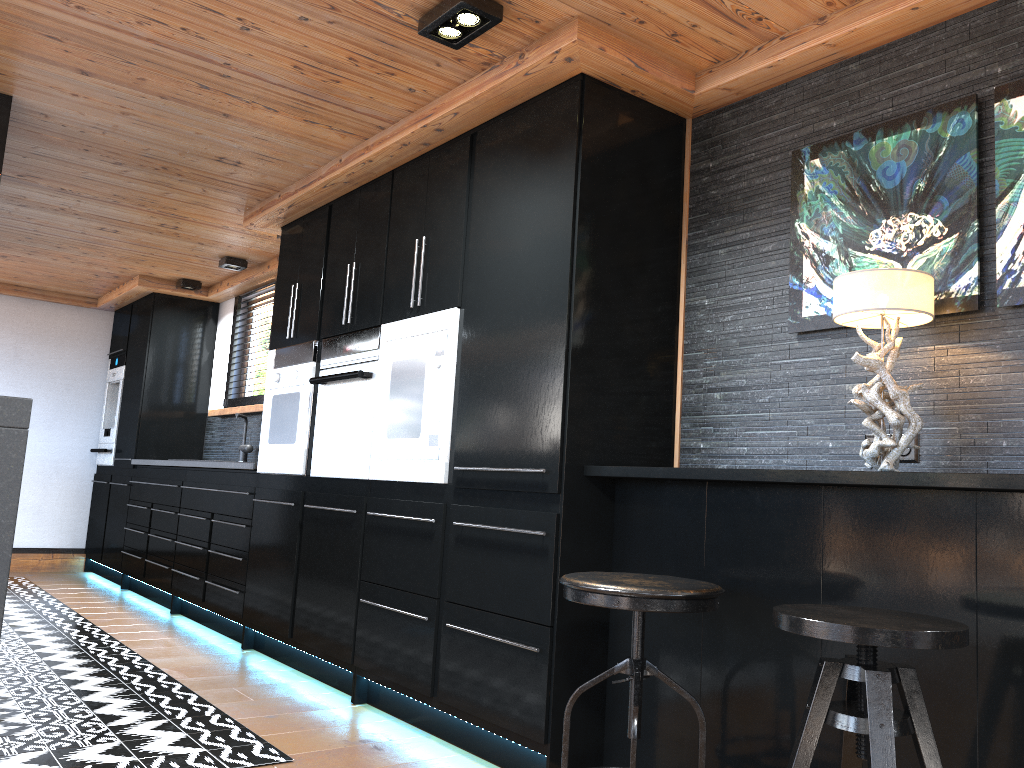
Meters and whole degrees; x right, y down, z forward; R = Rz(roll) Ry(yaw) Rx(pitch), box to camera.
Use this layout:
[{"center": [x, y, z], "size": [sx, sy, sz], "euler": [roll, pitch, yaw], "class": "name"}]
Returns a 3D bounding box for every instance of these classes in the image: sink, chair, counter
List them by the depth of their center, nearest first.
[{"center": [0.684, 0.819, 1.713], "size": [0.397, 0.722, 0.388], "euler": [9, -9, -37], "class": "chair"}, {"center": [0.321, 0.872, 2.310], "size": [0.445, 0.718, 0.436], "euler": [8, -9, -33], "class": "chair"}, {"center": [-1.901, 0.396, 5.915], "size": [0.467, 0.421, 0.950], "euler": [9, -9, -36], "class": "sink"}, {"center": [-1.949, 0.552, 5.966], "size": [0.537, 0.040, 2.535], "euler": [9, -9, -36], "class": "counter"}]

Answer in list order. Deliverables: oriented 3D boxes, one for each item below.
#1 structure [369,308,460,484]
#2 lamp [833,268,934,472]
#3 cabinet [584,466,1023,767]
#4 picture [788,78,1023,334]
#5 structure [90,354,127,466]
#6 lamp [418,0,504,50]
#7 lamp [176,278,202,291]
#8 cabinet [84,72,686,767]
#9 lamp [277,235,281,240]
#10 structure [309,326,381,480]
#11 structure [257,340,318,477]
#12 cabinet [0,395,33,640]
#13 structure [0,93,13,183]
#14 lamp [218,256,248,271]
[{"center": [-0.412, 0.057, 3.586], "size": [0.040, 0.673, 0.586], "euler": [9, -9, -36], "class": "structure"}, {"center": [0.961, -0.019, 2.300], "size": [0.250, 0.517, 0.244], "euler": [8, -9, -33], "class": "lamp"}, {"center": [0.856, 0.740, 2.272], "size": [0.434, 1.012, 1.605], "euler": [9, -9, -36], "class": "cabinet"}, {"center": [1.159, -0.479, 2.444], "size": [0.010, 0.595, 0.914], "euler": [9, -9, -36], "class": "picture"}, {"center": [-3.418, 0.236, 7.682], "size": [0.258, 0.947, 0.590], "euler": [9, -9, -36], "class": "structure"}, {"center": [-0.162, -1.143, 2.761], "size": [0.157, 0.068, 0.258], "euler": [9, -9, -37], "class": "lamp"}, {"center": [-2.519, -0.779, 6.915], "size": [0.157, 0.068, 0.150], "euler": [9, -9, -37], "class": "lamp"}, {"center": [-1.552, 0.287, 5.488], "size": [0.549, 2.385, 6.351], "euler": [9, -9, -36], "class": "cabinet"}, {"center": [-1.308, -0.901, 5.318], "size": [0.157, 0.068, 0.150], "euler": [9, -9, -37], "class": "lamp"}, {"center": [-0.794, 0.092, 4.072], "size": [0.090, 0.674, 0.587], "euler": [9, -9, -36], "class": "structure"}, {"center": [-1.046, 0.153, 4.698], "size": [0.386, 0.674, 0.592], "euler": [9, -9, -36], "class": "structure"}, {"center": [-3.295, 0.682, 4.275], "size": [0.898, 1.106, 4.742], "euler": [9, -9, -36], "class": "cabinet"}, {"center": [-3.300, -0.896, 4.643], "size": [0.718, 0.477, 3.210], "euler": [9, -9, -36], "class": "structure"}, {"center": [-1.930, -0.838, 6.138], "size": [0.157, 0.068, 0.150], "euler": [9, -9, -37], "class": "lamp"}]
